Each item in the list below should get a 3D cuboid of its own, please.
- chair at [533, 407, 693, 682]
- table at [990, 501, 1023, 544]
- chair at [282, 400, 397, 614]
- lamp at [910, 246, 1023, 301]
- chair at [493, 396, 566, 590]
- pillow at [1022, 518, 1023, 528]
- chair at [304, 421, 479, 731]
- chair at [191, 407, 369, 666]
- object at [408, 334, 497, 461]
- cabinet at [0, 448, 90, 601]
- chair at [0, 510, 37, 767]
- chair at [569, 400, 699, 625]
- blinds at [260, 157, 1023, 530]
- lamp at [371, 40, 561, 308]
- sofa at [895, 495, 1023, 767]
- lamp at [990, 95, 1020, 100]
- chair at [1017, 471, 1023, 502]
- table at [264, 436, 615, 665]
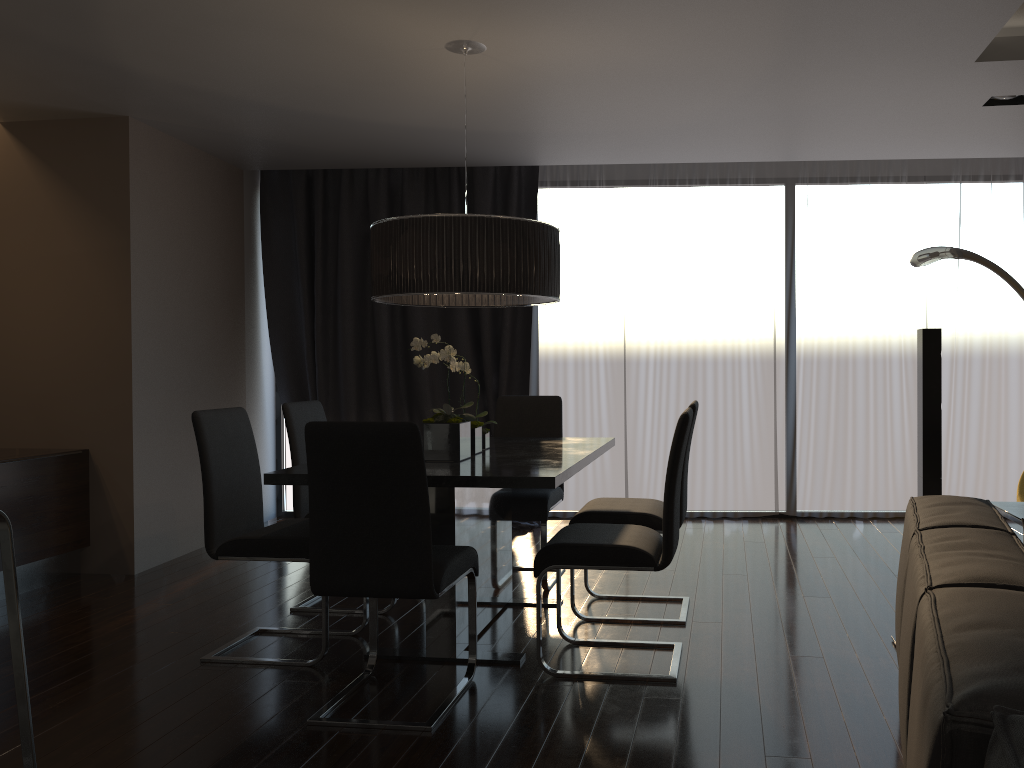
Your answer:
[{"bbox_3d":[0.404,0.579,3.367,0.562,0.964,0.435,0,1,10],"label":"chair"},{"bbox_3d":[2.203,0.770,3.372,0.591,0.563,0.458,0,1,10],"label":"table"},{"bbox_3d":[-0.755,0.566,4.242,0.562,0.964,0.435,0,1,10],"label":"chair"},{"bbox_3d":[4.256,0.107,5.476,4.337,1.779,0.567,-1,1,-13],"label":"lamp"},{"bbox_3d":[0.037,0.553,4.663,0.420,0.964,0.582,0,1,12],"label":"chair"},{"bbox_3d":[1.548,0.491,1.326,1.104,0.431,2.007,-1,1,-26],"label":"pillow"},{"bbox_3d":[-0.397,0.591,2.981,0.420,0.964,0.582,0,1,12],"label":"chair"},{"bbox_3d":[-0.924,0.582,3.547,0.562,0.964,0.435,0,1,10],"label":"chair"},{"bbox_3d":[-0.261,0.045,3.719,0.306,0.501,0.581,0,1,9],"label":"object"},{"bbox_3d":[-1.683,-0.133,1.206,4.368,2.500,7.049,0,1,12],"label":"cabinet"},{"bbox_3d":[-1.444,0.699,2.023,0.413,0.800,0.438,0,1,11],"label":"chair"},{"bbox_3d":[0.574,0.563,4.061,0.562,0.964,0.435,0,1,10],"label":"chair"},{"bbox_3d":[1.912,-0.445,6.231,7.482,2.893,0.749,0,1,1],"label":"blinds"},{"bbox_3d":[-0.196,-0.906,3.782,0.765,1.102,0.843,0,1,35],"label":"lamp"},{"bbox_3d":[2.161,0.733,1.645,2.643,0.704,2.571,0,1,21],"label":"sofa"},{"bbox_3d":[2.568,-1.521,4.584,0.175,0.077,0.178,0,1,6],"label":"lamp"},{"bbox_3d":[3.317,0.522,4.363,1.183,1.005,1.457,-1,1,-22],"label":"chair"},{"bbox_3d":[-0.167,0.675,3.811,1.022,0.760,1.632,0,1,12],"label":"table"}]
